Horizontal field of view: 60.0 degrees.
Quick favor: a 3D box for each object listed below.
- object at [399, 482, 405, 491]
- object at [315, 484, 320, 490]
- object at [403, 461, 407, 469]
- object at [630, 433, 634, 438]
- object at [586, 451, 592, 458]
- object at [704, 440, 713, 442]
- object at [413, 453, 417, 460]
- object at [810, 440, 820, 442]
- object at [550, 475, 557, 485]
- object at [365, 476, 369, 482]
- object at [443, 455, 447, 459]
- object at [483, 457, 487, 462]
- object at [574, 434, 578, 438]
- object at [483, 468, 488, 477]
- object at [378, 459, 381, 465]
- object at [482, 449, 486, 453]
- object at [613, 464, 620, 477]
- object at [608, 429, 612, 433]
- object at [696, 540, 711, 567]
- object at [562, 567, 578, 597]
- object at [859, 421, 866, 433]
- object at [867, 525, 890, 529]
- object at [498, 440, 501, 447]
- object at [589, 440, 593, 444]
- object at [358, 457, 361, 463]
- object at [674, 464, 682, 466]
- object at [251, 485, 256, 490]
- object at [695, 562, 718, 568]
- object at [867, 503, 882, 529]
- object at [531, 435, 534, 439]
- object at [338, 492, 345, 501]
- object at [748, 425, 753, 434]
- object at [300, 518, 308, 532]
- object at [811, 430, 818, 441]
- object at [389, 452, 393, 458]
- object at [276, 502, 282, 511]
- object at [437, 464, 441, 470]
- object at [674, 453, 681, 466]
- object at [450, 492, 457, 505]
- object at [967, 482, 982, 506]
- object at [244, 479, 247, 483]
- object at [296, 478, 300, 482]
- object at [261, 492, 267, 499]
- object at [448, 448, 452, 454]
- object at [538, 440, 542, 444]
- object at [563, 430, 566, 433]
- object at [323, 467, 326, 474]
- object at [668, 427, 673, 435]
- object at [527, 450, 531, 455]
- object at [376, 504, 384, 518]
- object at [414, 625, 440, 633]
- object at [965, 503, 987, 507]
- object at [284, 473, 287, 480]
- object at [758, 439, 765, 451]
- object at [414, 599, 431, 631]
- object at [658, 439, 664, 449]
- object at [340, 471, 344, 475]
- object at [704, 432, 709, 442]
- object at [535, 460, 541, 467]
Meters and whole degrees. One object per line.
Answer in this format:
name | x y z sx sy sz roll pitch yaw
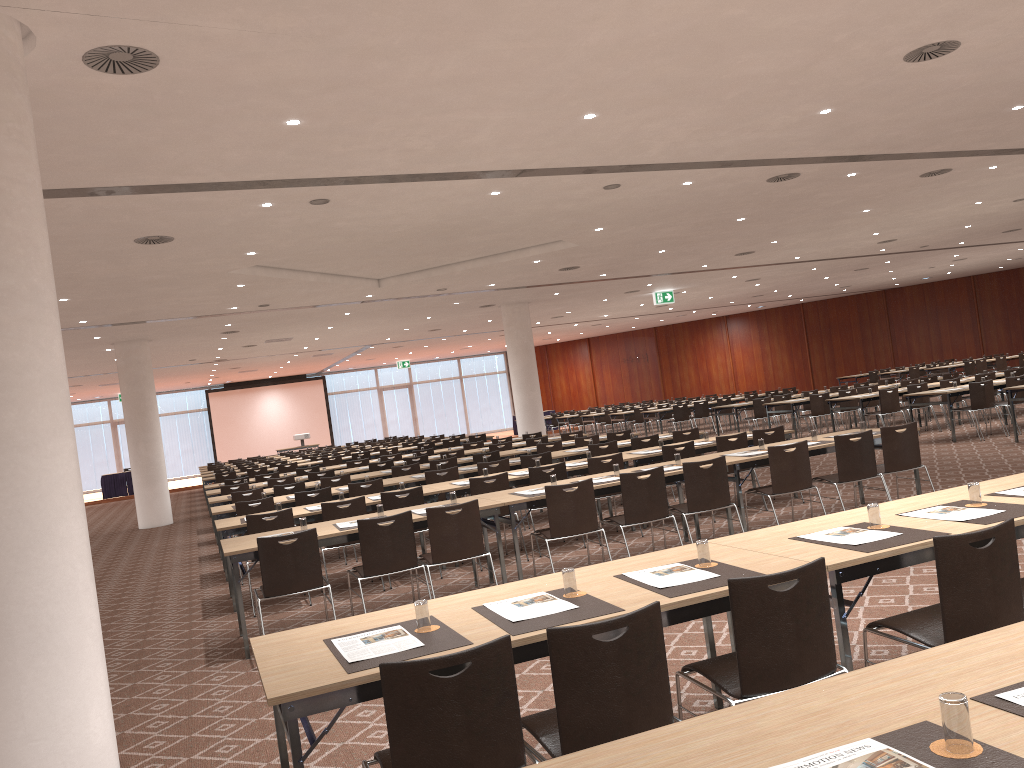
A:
object | -1.194 1.128 9.651 0.054 0.114 0.054 -8 0 14
object | -2.482 1.330 11.313 0.054 0.114 0.054 -8 0 36
object | -1.659 1.254 13.748 0.054 0.114 0.054 -8 0 -31
object | 1.747 0.774 12.874 0.054 0.114 0.054 -8 0 36
object | 0.907 0.852 10.441 0.054 0.114 0.054 -8 0 -31
object | 2.438 0.709 11.005 0.102 0.001 0.102 -8 -1 14
object | -1.731 1.297 15.849 0.054 0.114 0.054 -8 0 14
object | 3.115 0.587 9.111 0.102 0.001 0.102 -8 -1 36
object | 0.381 0.888 8.101 0.054 0.114 0.054 -8 0 36
object | -1.882 1.251 11.532 0.054 0.114 0.054 -8 0 36
object | -1.056 1.175 13.964 0.054 0.114 0.054 -8 0 -31
object | -0.363 1.051 12.090 0.054 0.114 0.054 -8 0 14
object | 1.070 0.896 14.745 0.054 0.114 0.054 -8 0 36
object | -0.295 1.010 9.981 0.054 0.114 0.054 -8 0 -31
object | -2.334 1.376 15.631 0.054 0.114 0.054 -8 0 14
object | -0.444 1.095 14.187 0.054 0.114 0.054 -8 0 14
object | 0.982 0.809 8.326 0.054 0.114 0.054 -8 0 36
object | 1.663 0.818 14.976 0.054 0.114 0.054 -8 0 -31
object | 0.860 0.759 3.980 0.054 0.114 0.054 -8 0 36
object | 0.245 0.840 3.762 0.054 0.114 0.054 -8 0 36
object | 3.693 0.453 9.344 0.054 0.114 0.054 -8 0 36
object | 1.783 0.696 4.313 0.102 0.001 0.102 -8 -1 36
object | -0.225 1.099 16.403 0.054 0.114 0.054 -8 0 36
object | 1.128 0.856 12.651 0.054 0.114 0.054 -8 0 -9
object | -3.016 1.498 17.505 0.054 0.114 0.054 -8 0 -31
object | 1.608 0.785 8.559 0.102 0.001 0.102 -8 -1 36
object | -3.776 1.533 12.969 0.054 0.114 0.054 -8 0 -31
object | 0.875 0.815 3.991 0.102 0.001 0.102 -8 -1 36
object | 1.760 0.641 4.307 0.054 0.114 0.054 -8 0 36
object | 0.385 1.018 16.622 0.054 0.114 0.054 -8 0 36
object | -1.813 1.209 9.437 0.054 0.114 0.054 -8 0 -9
object | 3.027 0.573 11.223 0.054 0.114 0.054 -8 0 -31
object | -1.721 1.164 7.326 0.054 0.114 0.054 -8 0 36
object | 3.106 0.530 9.113 0.054 0.114 0.054 -8 0 14
object | -2.420 1.420 17.721 0.054 0.114 0.054 -8 0 -31
object | -2.414 1.288 9.199 0.054 0.114 0.054 -8 0 -31
object | -0.974 1.132 11.858 0.054 0.114 0.054 -8 0 14
object | 1.599 0.728 8.550 0.054 0.114 0.054 -8 0 36
object | -0.514 1.006 7.788 0.054 0.114 0.054 -8 0 36
object | 2.368 0.561 4.537 0.054 0.114 0.054 -8 0 36
object | -4.456 1.655 14.850 0.054 0.114 0.054 -8 0 14
object | -3.176 1.454 13.191 0.054 0.114 0.054 -8 0 -31
object | -3.099 1.411 11.092 0.054 0.114 0.054 -8 0 14
object | -1.126 1.217 16.068 0.054 0.114 0.054 -8 0 14
object | 0.457 0.976 14.534 0.054 0.114 0.054 -8 0 36
object | 0.994 0.938 16.848 0.054 0.114 0.054 -8 0 14
object | -3.233 1.494 15.285 0.054 0.114 0.054 -8 0 -9
object | 2.342 0.696 13.103 0.054 0.114 0.054 -8 0 36
object | 0.242 0.972 12.309 0.054 0.114 0.054 -8 0 14
object | -1.122 1.086 7.564 0.054 0.114 0.054 -8 0 14
object | -0.337 0.974 3.526 0.102 0.001 0.102 -8 -1 36
object | 2.371 0.618 4.530 0.102 0.001 0.102 -8 -1 36
object | -3.847 1.575 15.070 0.054 0.114 0.054 -8 0 -9
object | 2.502 0.609 8.892 0.054 0.114 0.054 -8 0 14
object | -0.356 0.919 3.525 0.054 0.114 0.054 -8 0 36
object | 1.813 0.733 10.772 0.054 0.114 0.054 -8 0 14
object | -2.566 1.373 13.407 0.054 0.114 0.054 -8 0 36
object | 2.413 0.654 11.001 0.054 0.114 0.054 -8 0 14
object | 0.301 0.932 10.221 0.054 0.114 0.054 -8 0 -31
